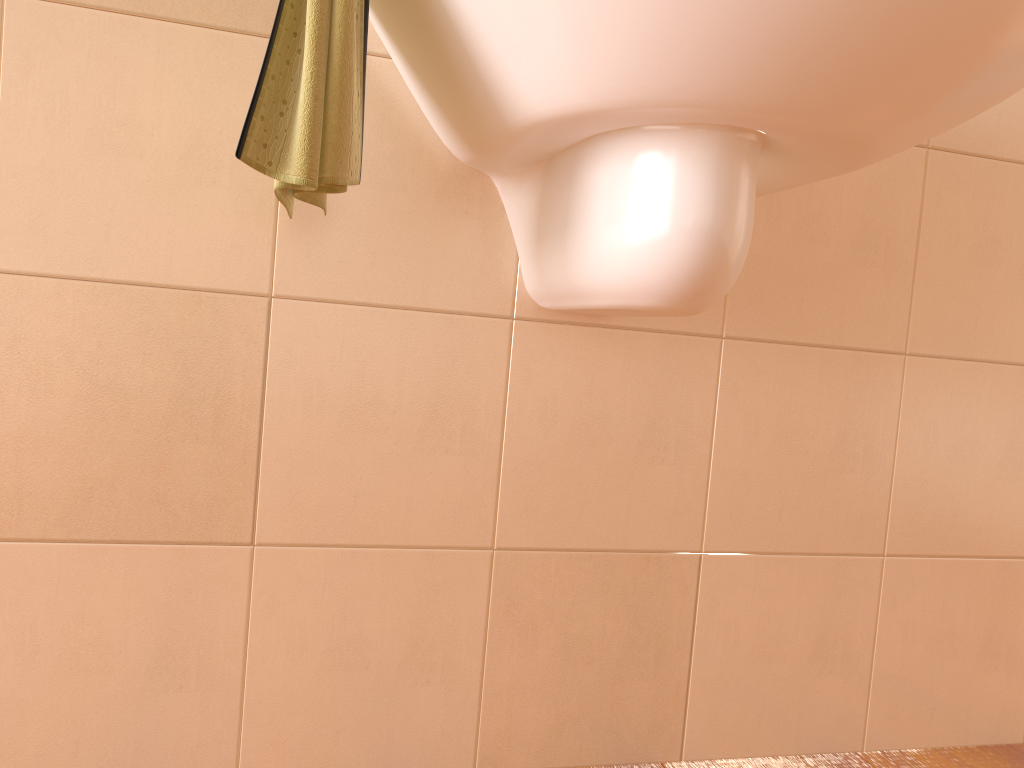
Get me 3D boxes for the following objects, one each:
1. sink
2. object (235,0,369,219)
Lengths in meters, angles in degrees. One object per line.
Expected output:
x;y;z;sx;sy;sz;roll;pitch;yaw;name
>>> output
0.217;-0.316;0.779;0.683;0.516;0.539;4;3;-16;sink
-0.162;-0.305;0.775;0.085;0.306;0.181;5;3;0;object
